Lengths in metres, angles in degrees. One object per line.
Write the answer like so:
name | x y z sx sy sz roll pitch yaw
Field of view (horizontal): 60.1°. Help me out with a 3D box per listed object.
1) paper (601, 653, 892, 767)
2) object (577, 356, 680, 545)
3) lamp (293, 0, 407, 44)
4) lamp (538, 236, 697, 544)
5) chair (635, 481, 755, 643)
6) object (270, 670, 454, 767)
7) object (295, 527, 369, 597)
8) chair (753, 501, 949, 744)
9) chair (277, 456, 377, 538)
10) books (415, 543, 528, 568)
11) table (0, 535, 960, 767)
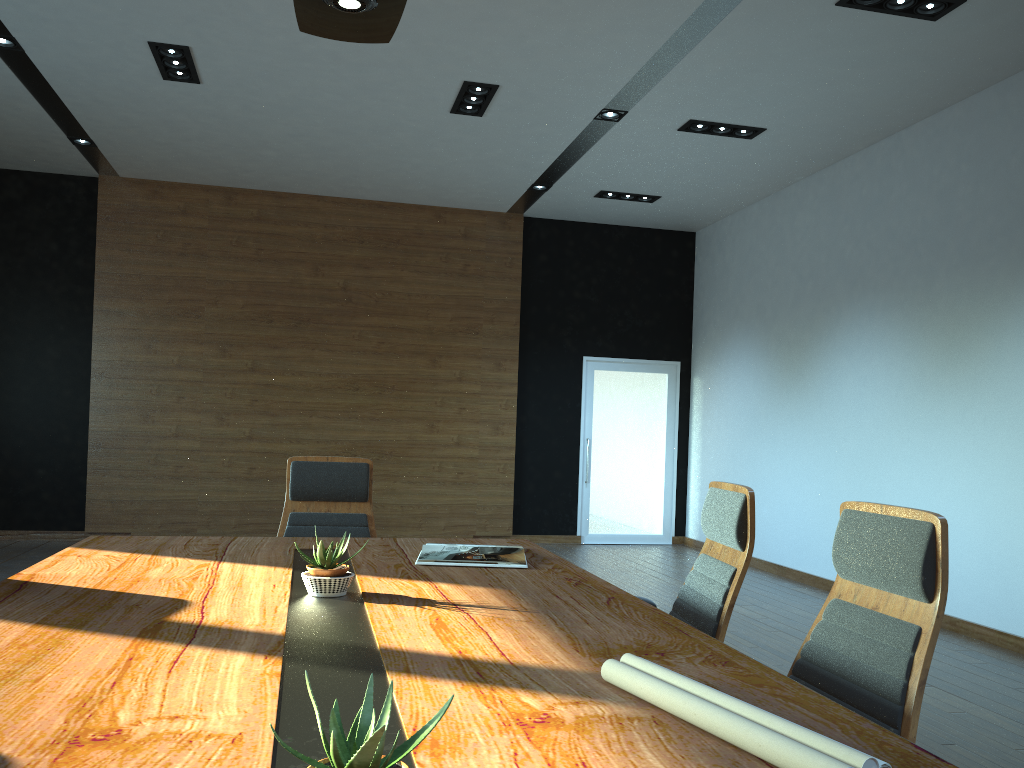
paper | -0.021 0.468 0.646 0.628 0.083 2.245 0 -3 27
object | 1.349 0.793 10.405 1.198 2.159 0.200 2 0 -13
lamp | -0.419 -1.733 2.449 0.340 1.198 1.197 2 -2 -13
lamp | -1.885 -0.287 6.993 9.395 3.706 16.696 3 -3 -13
chair | 0.410 0.886 2.963 0.696 1.127 0.707 2 -1 -6
object | -0.177 0.432 1.018 0.153 0.188 0.178 1 -2 27
object | -0.519 0.499 2.499 0.178 0.188 0.153 3 -2 -38
chair | 0.609 0.848 2.117 0.696 1.127 0.706 2 -1 -12
chair | -0.814 0.889 3.847 0.706 1.127 0.696 2 -1 -10
books | -0.146 0.627 3.325 0.389 0.033 0.545 2 -3 -1
table | -0.200 0.921 1.023 1.785 0.796 5.546 3 -3 -13
